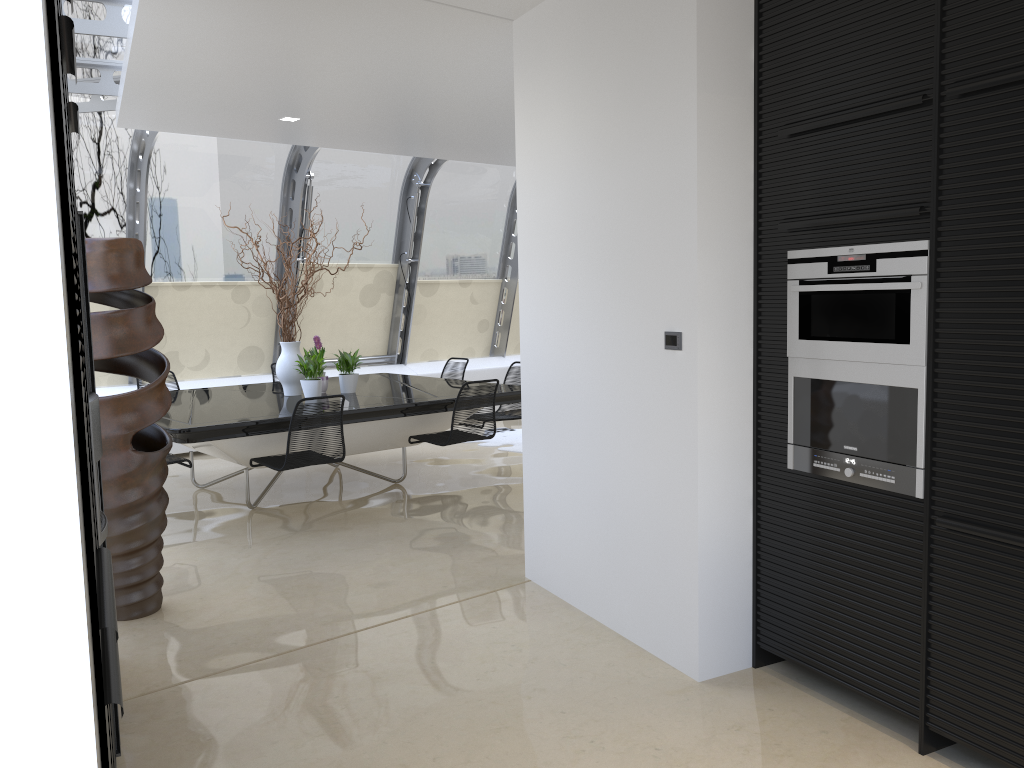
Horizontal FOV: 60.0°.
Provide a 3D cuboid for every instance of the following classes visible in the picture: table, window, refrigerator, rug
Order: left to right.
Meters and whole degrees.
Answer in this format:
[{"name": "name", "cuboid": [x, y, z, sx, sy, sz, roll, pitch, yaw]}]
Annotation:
[{"name": "refrigerator", "cuboid": [-1.432, 0.339, 2.823, 0.234, 1.742, 1.006, -4, 6, -26]}, {"name": "table", "cuboid": [-1.673, 0.456, 7.293, 3.031, 0.759, 2.494, -6, 7, -40]}, {"name": "rug", "cuboid": [1.123, 0.573, 9.268, 2.705, 0.008, 3.220, -6, 7, -40]}, {"name": "window", "cuboid": [3.502, -0.532, 5.294, 16.171, 3.674, 16.693, -5, 7, -34]}]

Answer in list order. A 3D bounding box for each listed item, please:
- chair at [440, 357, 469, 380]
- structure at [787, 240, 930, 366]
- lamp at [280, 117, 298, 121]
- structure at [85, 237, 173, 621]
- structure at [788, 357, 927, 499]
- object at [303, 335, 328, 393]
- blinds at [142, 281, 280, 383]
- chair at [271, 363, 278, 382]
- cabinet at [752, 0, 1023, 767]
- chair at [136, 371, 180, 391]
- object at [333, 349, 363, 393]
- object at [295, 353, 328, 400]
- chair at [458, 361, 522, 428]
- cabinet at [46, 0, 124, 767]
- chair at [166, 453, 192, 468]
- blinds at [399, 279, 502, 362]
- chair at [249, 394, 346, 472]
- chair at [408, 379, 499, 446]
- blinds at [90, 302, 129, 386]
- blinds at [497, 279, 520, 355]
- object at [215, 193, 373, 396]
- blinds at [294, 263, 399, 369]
[{"name": "chair", "cuboid": [-0.772, 0.023, 8.656, 0.688, 0.519, 0.446, -6, 7, -40]}, {"name": "structure", "cuboid": [1.153, -0.272, 3.007, 0.061, 0.388, 0.592, -4, 6, -26]}, {"name": "lamp", "cuboid": [5.096, -2.132, 6.200, 9.928, 0.004, 9.775, -6, 7, -39]}, {"name": "structure", "cuboid": [-1.908, 0.226, 4.314, 0.493, 1.843, 0.498, -4, 6, -29]}, {"name": "structure", "cuboid": [1.166, 0.130, 3.047, 0.023, 0.420, 0.592, -4, 6, -26]}, {"name": "object", "cuboid": [-1.664, -0.173, 7.421, 0.238, 0.476, 0.417, -3, 6, -12]}, {"name": "blinds", "cuboid": [-3.124, -0.541, 9.198, 1.430, 1.027, 0.329, -6, 7, -40]}, {"name": "chair", "cuboid": [-2.034, 0.059, 8.596, 0.446, 0.519, 0.688, -6, 7, -40]}, {"name": "cabinet", "cuboid": [2.463, -0.129, 1.325, 0.831, 2.901, 5.157, -4, 6, -27]}, {"name": "chair", "cuboid": [-3.012, 0.162, 7.783, 0.446, 0.519, 0.688, -6, 7, -40]}, {"name": "object", "cuboid": [-1.342, -0.113, 7.249, 0.284, 0.369, 0.215, -2, 6, -6]}, {"name": "object", "cuboid": [-1.540, -0.066, 6.816, 0.284, 0.369, 0.215, -1, 6, -1]}, {"name": "chair", "cuboid": [-0.132, 0.083, 7.893, 0.688, 0.519, 0.446, -6, 7, -40]}, {"name": "cabinet", "cuboid": [-1.446, 0.067, 2.126, 0.831, 2.558, 2.252, -4, 6, -25]}, {"name": "chair", "cuboid": [-2.577, 0.332, 5.955, 0.688, 0.519, 0.446, -6, 7, -40]}, {"name": "blinds", "cuboid": [-0.763, -0.791, 11.159, 1.430, 1.027, 0.329, -6, 7, -40]}, {"name": "chair", "cuboid": [-1.398, 0.313, 5.859, 0.446, 0.519, 0.688, -6, 7, -40]}, {"name": "chair", "cuboid": [-0.420, 0.210, 6.672, 0.446, 0.519, 0.688, -6, 7, -40]}, {"name": "blinds", "cuboid": [-4.535, 0.115, 8.278, 1.829, 2.118, 0.663, -6, 7, -40]}, {"name": "blinds", "cuboid": [0.417, -0.915, 12.140, 1.430, 1.027, 0.329, -6, 7, -40]}, {"name": "object", "cuboid": [-1.619, -0.678, 7.017, 1.031, 1.549, 1.135, 4, 8, 42]}, {"name": "blinds", "cuboid": [-1.926, -0.758, 10.149, 1.376, 1.214, 0.387, -6, 7, -40]}]
